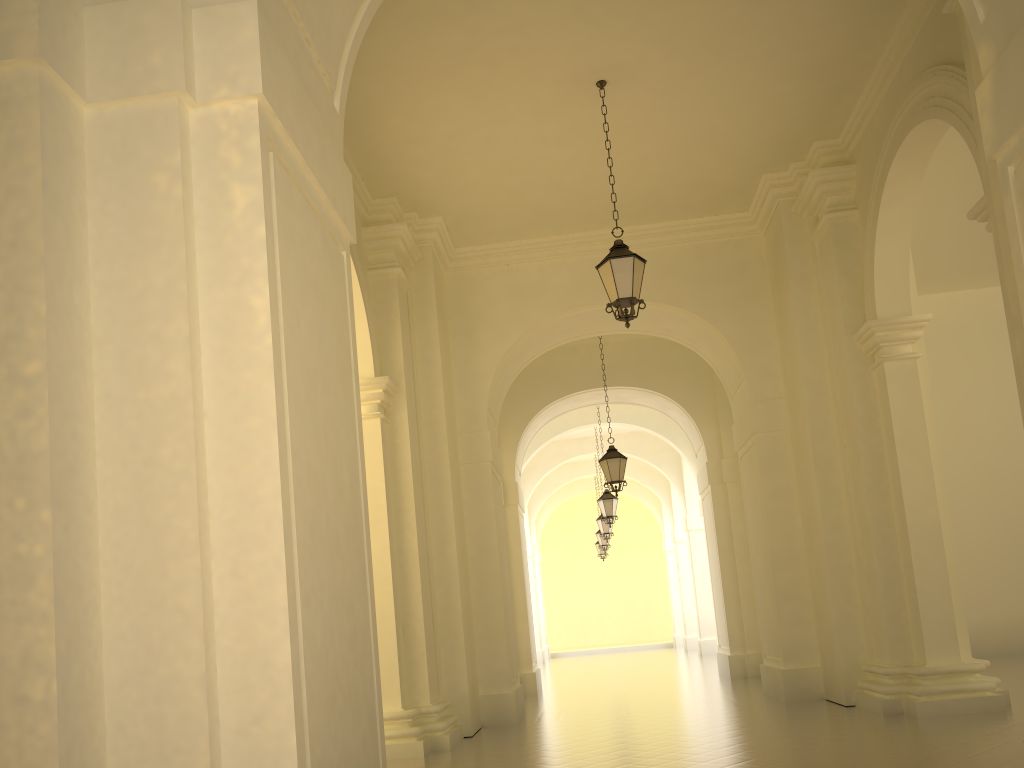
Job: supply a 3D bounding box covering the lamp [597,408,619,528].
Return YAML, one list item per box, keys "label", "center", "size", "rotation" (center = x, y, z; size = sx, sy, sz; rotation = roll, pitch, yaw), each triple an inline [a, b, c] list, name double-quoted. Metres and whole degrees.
- label: "lamp"
  center: [2.077, 1.654, 19.966]
  size: [0.511, 3.246, 0.450]
  rotation: [-6, -7, 4]

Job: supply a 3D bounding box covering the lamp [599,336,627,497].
- label: "lamp"
  center: [1.622, 0.310, 14.966]
  size: [0.441, 3.246, 0.521]
  rotation: [-2, -8, -26]

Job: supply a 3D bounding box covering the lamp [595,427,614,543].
- label: "lamp"
  center: [2.428, 2.691, 23.825]
  size: [0.511, 3.246, 0.450]
  rotation: [-6, -7, 4]

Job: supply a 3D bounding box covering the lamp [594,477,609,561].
- label: "lamp"
  center: [3.115, 4.720, 31.379]
  size: [0.511, 3.246, 0.450]
  rotation: [-6, -7, 4]

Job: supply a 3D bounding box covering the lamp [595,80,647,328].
- label: "lamp"
  center: [1.007, -1.777, 8.620]
  size: [0.448, 2.516, 0.513]
  rotation: [-10, -9, 34]

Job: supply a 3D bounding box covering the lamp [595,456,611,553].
- label: "lamp"
  center: [2.773, 3.709, 27.613]
  size: [0.511, 3.246, 0.450]
  rotation: [-6, -7, 4]
